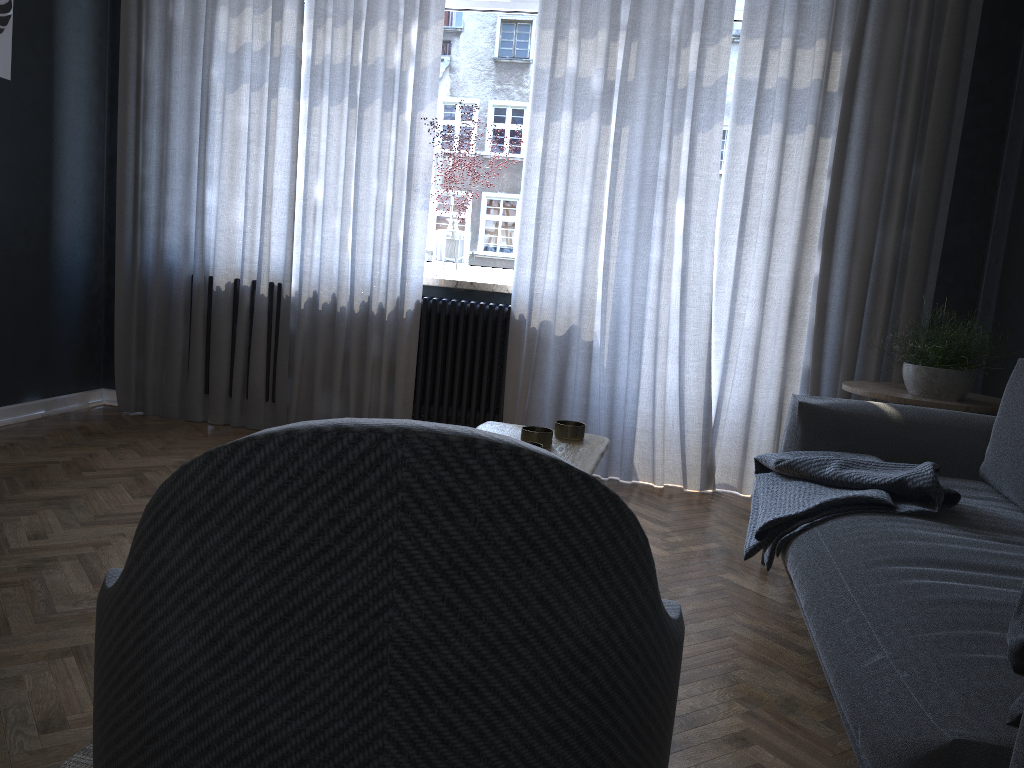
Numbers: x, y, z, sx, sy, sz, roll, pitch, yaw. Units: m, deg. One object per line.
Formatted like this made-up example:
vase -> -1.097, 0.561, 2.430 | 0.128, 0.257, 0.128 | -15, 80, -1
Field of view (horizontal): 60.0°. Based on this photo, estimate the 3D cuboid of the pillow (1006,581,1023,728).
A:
pillow -> 0.964, 0.282, 1.236 | 0.442, 0.362, 0.796 | 9, 9, 28

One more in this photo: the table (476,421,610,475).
table -> -0.012, 0.418, 1.863 | 0.339, 0.551, 0.786 | 7, 8, 10

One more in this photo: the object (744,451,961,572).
object -> 0.922, 0.317, 2.478 | 0.490, 0.330, 0.665 | 7, 8, 15

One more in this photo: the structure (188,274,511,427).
structure -> -0.761, -0.169, 4.429 | 1.846, 0.602, 0.215 | 7, 8, 10

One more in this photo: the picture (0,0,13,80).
picture -> -2.370, -1.397, 2.343 | 0.058, 0.773, 4.448 | 7, 8, 10

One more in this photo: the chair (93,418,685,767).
chair -> -0.117, 0.398, 0.927 | 0.645, 0.813, 0.493 | 4, 8, -12

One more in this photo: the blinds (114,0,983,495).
blinds -> -0.009, -1.027, 4.108 | 3.991, 2.795, 0.312 | 7, 9, 10

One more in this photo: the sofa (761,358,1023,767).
sofa -> 1.116, 0.394, 1.860 | 0.970, 0.800, 2.335 | 7, 8, 9

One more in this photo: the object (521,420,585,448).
object -> 0.066, 0.120, 1.947 | 0.103, 0.033, 0.368 | 8, 8, 20

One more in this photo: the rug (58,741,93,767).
rug -> -0.229, 0.684, 1.802 | 1.003, 0.013, 2.007 | 7, 8, 10

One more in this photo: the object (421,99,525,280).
object -> -0.250, -0.910, 4.261 | 0.514, 0.811, 0.598 | 3, 8, -16
